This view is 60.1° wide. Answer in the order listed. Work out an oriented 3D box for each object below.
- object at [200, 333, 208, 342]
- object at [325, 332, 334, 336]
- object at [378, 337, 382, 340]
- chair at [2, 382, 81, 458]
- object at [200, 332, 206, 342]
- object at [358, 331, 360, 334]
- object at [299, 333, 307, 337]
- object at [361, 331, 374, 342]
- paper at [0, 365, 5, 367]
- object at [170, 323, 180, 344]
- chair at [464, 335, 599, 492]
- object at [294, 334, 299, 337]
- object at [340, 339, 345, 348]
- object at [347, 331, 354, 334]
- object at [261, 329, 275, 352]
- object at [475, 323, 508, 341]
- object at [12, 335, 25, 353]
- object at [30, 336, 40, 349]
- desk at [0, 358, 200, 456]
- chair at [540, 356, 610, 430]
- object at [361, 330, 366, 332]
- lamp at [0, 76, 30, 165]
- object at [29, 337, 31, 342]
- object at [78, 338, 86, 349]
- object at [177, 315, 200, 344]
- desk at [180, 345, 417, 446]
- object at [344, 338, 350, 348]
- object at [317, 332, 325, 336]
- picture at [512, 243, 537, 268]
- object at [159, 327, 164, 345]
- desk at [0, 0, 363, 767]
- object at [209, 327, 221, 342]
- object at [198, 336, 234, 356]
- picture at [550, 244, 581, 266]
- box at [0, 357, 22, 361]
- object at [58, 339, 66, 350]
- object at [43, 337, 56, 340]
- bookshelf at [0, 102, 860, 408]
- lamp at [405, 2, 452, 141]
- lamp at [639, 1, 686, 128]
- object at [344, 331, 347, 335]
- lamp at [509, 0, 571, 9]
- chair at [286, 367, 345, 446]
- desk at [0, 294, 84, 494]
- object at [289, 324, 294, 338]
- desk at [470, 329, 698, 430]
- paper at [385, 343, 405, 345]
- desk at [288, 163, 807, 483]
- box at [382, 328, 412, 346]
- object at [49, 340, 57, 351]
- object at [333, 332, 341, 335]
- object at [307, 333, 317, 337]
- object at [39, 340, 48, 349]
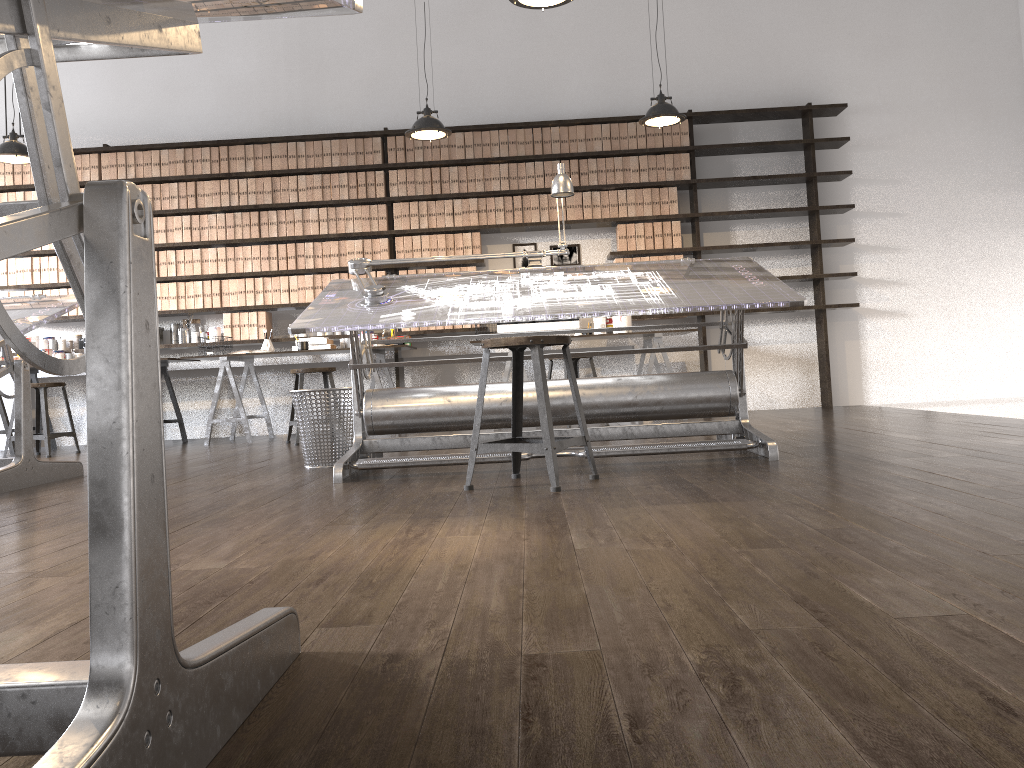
[{"bbox_3d":[-2.497,-0.379,7.280,0.062,0.093,0.181,-4,0,15],"label":"object"},{"bbox_3d":[-1.503,-0.463,7.273,0.094,0.162,0.205,-3,-1,3],"label":"object"},{"bbox_3d":[-1.040,-0.322,6.985,0.060,0.089,0.059,-3,-2,6],"label":"object"},{"bbox_3d":[-3.352,0.260,6.314,0.371,0.529,0.358,-3,-2,9],"label":"chair"},{"bbox_3d":[-2.540,-0.380,7.297,0.062,0.093,0.063,-2,-2,-37],"label":"object"},{"bbox_3d":[-1.262,-0.449,7.212,0.063,0.095,0.062,-4,-2,33],"label":"object"},{"bbox_3d":[-1.695,-0.436,7.171,0.062,0.119,0.061,-2,-2,-39],"label":"object"},{"bbox_3d":[-1.134,-0.342,6.962,0.105,0.142,0.104,-3,-2,9],"label":"object"},{"bbox_3d":[-3.909,-0.143,6.840,0.155,0.038,0.137,-3,0,-14],"label":"paper"},{"bbox_3d":[-2.802,-0.408,7.365,0.079,0.189,0.078,-2,-2,-20],"label":"object"},{"bbox_3d":[0.063,0.101,3.143,0.371,0.529,0.358,-4,-2,29],"label":"chair"},{"bbox_3d":[-1.749,-0.433,7.216,0.062,0.118,0.063,-5,-3,42],"label":"object"},{"bbox_3d":[-1.342,-0.313,7.070,0.061,0.094,0.062,-5,-2,42],"label":"object"},{"bbox_3d":[-1.303,-0.447,7.159,0.061,0.096,0.062,-4,-2,33],"label":"object"},{"bbox_3d":[-1.954,-0.333,7.075,0.101,0.209,0.101,-1,-3,-44],"label":"object"},{"bbox_3d":[-0.149,-0.406,7.011,0.284,0.161,0.203,-3,-1,-7],"label":"object"},{"bbox_3d":[-4.039,-0.340,7.234,0.106,0.177,0.107,-3,-2,3],"label":"object"},{"bbox_3d":[-3.933,-0.329,7.306,0.070,0.131,0.070,-5,-2,39],"label":"object"},{"bbox_3d":[-3.351,0.182,6.860,1.668,0.671,0.655,-3,-1,1],"label":"desk"},{"bbox_3d":[0.426,0.057,6.207,0.358,0.529,0.371,-2,-2,-31],"label":"chair"},{"bbox_3d":[-1.226,-0.452,7.272,0.061,0.096,0.062,-4,-2,33],"label":"object"},{"bbox_3d":[-3.397,-2.631,5.984,0.311,2.257,0.312,-2,-3,-19],"label":"lamp"},{"bbox_3d":[-3.984,-0.326,7.367,0.072,0.129,0.071,-1,-2,-42],"label":"object"},{"bbox_3d":[-3.474,-0.338,7.249,0.171,0.109,0.091,-3,-1,1],"label":"object"},{"bbox_3d":[-2.664,-0.463,7.287,0.181,0.272,0.156,-3,-2,-15],"label":"object"},{"bbox_3d":[-1.589,0.088,6.830,1.668,0.671,0.655,-3,-1,1],"label":"desk"},{"bbox_3d":[-1.296,-0.315,7.021,0.062,0.093,0.063,-5,-2,42],"label":"object"},{"bbox_3d":[-1.550,-0.444,7.172,0.062,0.119,0.061,-2,-2,-31],"label":"object"},{"bbox_3d":[0.111,-1.031,7.393,0.201,0.285,0.022,-3,-3,0],"label":"picture"},{"bbox_3d":[-3.037,-0.383,7.281,0.317,0.153,0.192,-3,-1,0],"label":"object"},{"bbox_3d":[-1.229,-0.248,0.883,2.068,1.390,1.075,-3,-1,1],"label":"desk"},{"bbox_3d":[-2.428,-0.399,7.240,0.095,0.128,0.094,-3,-2,8],"label":"object"},{"bbox_3d":[-2.325,-0.288,6.957,0.203,0.161,0.284,-3,0,1],"label":"object"},{"bbox_3d":[0.444,-1.070,7.387,0.251,0.184,0.023,-3,-2,1],"label":"picture"},{"bbox_3d":[-3.923,-0.169,6.995,0.212,0.083,0.137,-3,0,1],"label":"box"},{"bbox_3d":[-3.691,-0.318,7.265,0.062,0.094,0.061,-3,-2,-13],"label":"object"},{"bbox_3d":[-3.836,-0.324,7.343,0.094,0.128,0.094,-4,-2,31],"label":"object"},{"bbox_3d":[-1.792,-0.459,7.323,9.175,3.215,0.372,-3,-2,1],"label":"bookshelf"},{"bbox_3d":[-0.616,-2.780,5.936,0.310,2.257,0.312,-4,-3,26],"label":"lamp"},{"bbox_3d":[0.936,-2.863,5.910,0.310,2.257,0.312,-4,-3,26],"label":"lamp"},{"bbox_3d":[-1.343,-0.435,7.236,0.054,0.081,0.054,-3,-2,-9],"label":"object"},{"bbox_3d":[0.075,-2.801,3.868,0.310,2.257,0.312,-4,-3,26],"label":"lamp"},{"bbox_3d":[-1.383,0.155,6.211,0.372,0.529,0.357,-2,-2,-26],"label":"chair"},{"bbox_3d":[-3.204,-0.168,4.101,2.279,1.390,1.075,-3,-1,1],"label":"desk"},{"bbox_3d":[-1.795,-0.431,7.265,0.061,0.119,0.062,-5,-3,42],"label":"object"},{"bbox_3d":[0.548,-0.027,6.794,1.668,0.671,0.655,-3,-1,1],"label":"desk"},{"bbox_3d":[-0.919,-0.303,6.789,0.155,0.038,0.137,-3,0,16],"label":"paper"},{"bbox_3d":[0.143,-0.347,4.044,2.068,1.390,1.075,-3,-1,1],"label":"desk"},{"bbox_3d":[-0.905,-0.393,6.946,0.212,0.208,0.137,-3,-2,1],"label":"box"},{"bbox_3d":[-3.754,-0.315,7.244,0.062,0.093,0.063,-3,-2,-13],"label":"object"},{"bbox_3d":[-1.431,-0.451,7.239,0.062,0.119,0.061,-2,-2,-31],"label":"object"},{"bbox_3d":[-1.632,-0.456,7.264,0.095,0.162,0.094,-3,-2,-3],"label":"object"},{"bbox_3d":[-3.823,-0.311,7.230,0.062,0.094,0.061,-3,-2,-13],"label":"object"}]
